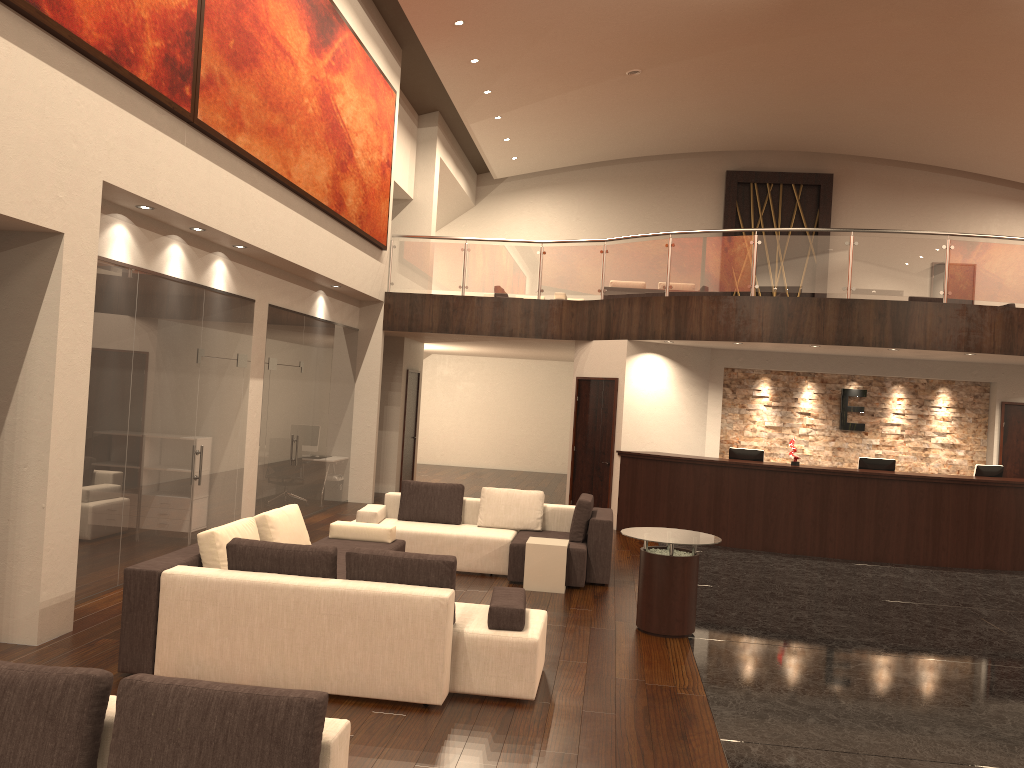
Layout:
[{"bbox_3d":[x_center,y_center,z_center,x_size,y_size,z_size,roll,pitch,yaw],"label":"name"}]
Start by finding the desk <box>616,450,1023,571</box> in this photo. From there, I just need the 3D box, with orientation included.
[{"bbox_3d":[4.999,1.758,12.314,7.146,1.171,1.674,3,-1,8],"label":"desk"}]

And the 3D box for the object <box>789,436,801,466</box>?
[{"bbox_3d":[3.837,0.908,12.017,0.163,0.390,0.165,3,-1,14],"label":"object"}]

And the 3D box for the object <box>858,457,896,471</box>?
[{"bbox_3d":[4.987,1.260,12.142,0.483,0.485,0.189,3,-1,7],"label":"object"}]

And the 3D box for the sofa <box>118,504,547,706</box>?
[{"bbox_3d":[-0.949,1.486,6.977,2.586,0.862,3.366,3,-1,7],"label":"sofa"}]

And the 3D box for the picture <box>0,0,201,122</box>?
[{"bbox_3d":[-2.930,-3.535,5.331,0.070,2.526,4.515,3,-1,7],"label":"picture"}]

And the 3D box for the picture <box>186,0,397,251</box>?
[{"bbox_3d":[-2.303,-3.430,10.806,0.070,2.526,6.485,3,-1,7],"label":"picture"}]

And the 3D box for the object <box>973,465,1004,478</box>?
[{"bbox_3d":[6.524,1.353,12.143,0.483,0.485,0.189,4,-1,-18],"label":"object"}]

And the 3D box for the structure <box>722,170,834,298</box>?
[{"bbox_3d":[6.353,-3.010,21.501,2.524,4.236,0.187,3,-1,7],"label":"structure"}]

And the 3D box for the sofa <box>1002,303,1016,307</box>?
[{"bbox_3d":[11.220,-1.066,17.931,3.366,0.862,2.586,3,-1,7],"label":"sofa"}]

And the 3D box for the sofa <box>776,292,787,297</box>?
[{"bbox_3d":[5.874,-1.382,18.699,1.291,0.862,2.846,3,-1,7],"label":"sofa"}]

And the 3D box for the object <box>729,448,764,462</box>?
[{"bbox_3d":[3.322,1.164,12.607,0.483,0.485,0.189,3,-1,22],"label":"object"}]

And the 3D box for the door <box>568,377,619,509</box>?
[{"bbox_3d":[1.239,1.013,13.522,0.104,2.232,0.990,4,-1,-33],"label":"door"}]

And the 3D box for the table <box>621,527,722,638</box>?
[{"bbox_3d":[1.302,1.660,7.405,0.844,0.795,0.833,4,-1,-44],"label":"table"}]

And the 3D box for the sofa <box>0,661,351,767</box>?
[{"bbox_3d":[-1.539,1.385,1.660,2.586,0.862,3.366,3,-1,7],"label":"sofa"}]

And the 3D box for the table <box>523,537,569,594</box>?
[{"bbox_3d":[0.343,1.789,8.788,0.400,0.460,0.400,3,-1,7],"label":"table"}]

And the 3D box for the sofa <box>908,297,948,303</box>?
[{"bbox_3d":[8.165,-1.247,18.309,1.291,0.862,2.846,3,-1,7],"label":"sofa"}]

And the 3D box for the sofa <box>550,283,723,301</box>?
[{"bbox_3d":[2.521,-1.590,18.459,3.366,0.862,2.586,3,-1,7],"label":"sofa"}]

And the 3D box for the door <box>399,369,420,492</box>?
[{"bbox_3d":[-1.924,0.858,16.605,0.104,2.232,0.990,3,-1,7],"label":"door"}]

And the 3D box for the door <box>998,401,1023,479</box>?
[{"bbox_3d":[7.778,1.406,13.256,0.990,2.232,0.104,3,-1,7],"label":"door"}]

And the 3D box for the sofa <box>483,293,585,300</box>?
[{"bbox_3d":[1.102,-1.656,20.133,3.366,0.862,2.586,3,-1,7],"label":"sofa"}]

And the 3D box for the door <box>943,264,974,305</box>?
[{"bbox_3d":[10.454,-1.759,21.098,0.990,2.232,0.104,3,-1,7],"label":"door"}]

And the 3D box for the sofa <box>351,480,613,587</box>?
[{"bbox_3d":[-0.347,1.554,9.534,2.846,0.862,1.291,3,-1,7],"label":"sofa"}]
